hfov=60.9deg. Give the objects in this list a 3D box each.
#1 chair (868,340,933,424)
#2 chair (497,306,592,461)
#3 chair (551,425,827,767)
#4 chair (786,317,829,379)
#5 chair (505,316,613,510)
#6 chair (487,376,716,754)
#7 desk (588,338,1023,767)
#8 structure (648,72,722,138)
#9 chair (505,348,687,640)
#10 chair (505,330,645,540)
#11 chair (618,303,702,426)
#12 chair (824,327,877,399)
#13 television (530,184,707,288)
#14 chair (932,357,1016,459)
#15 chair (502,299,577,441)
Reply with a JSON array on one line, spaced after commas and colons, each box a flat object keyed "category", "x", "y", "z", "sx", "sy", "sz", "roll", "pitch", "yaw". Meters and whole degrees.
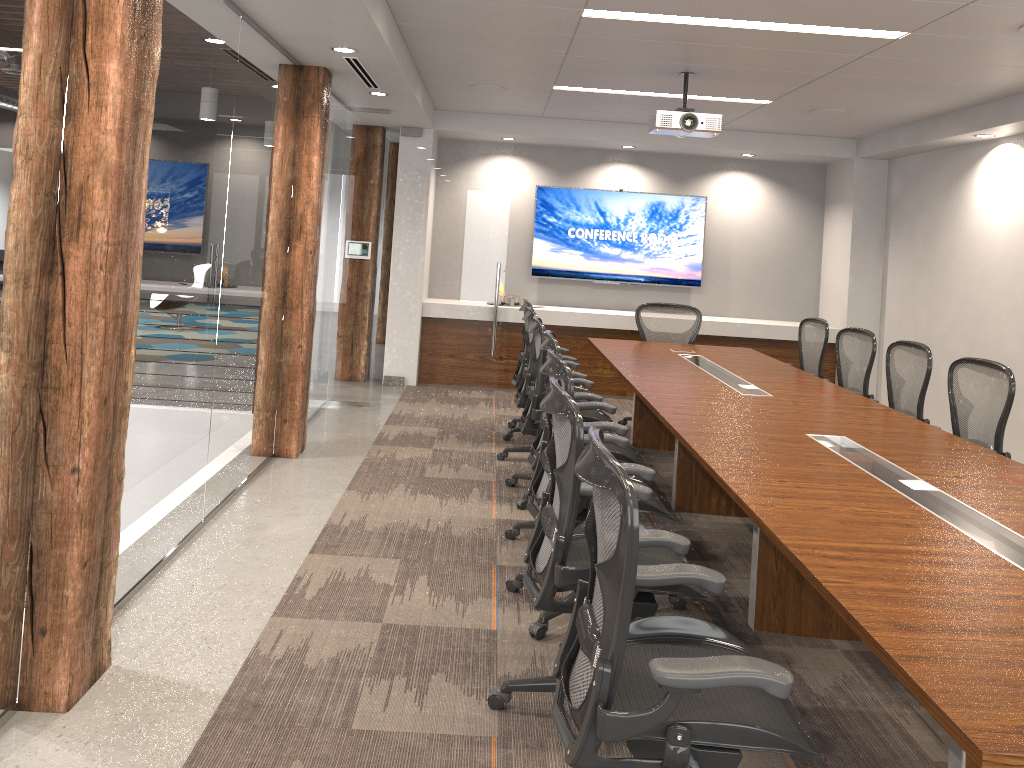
[{"category": "chair", "x": 2.218, "y": 0.275, "z": 5.330, "sx": 0.790, "sy": 1.089, "sz": 0.776, "roll": 3, "pitch": 2, "yaw": -16}, {"category": "chair", "x": 0.326, "y": 0.012, "z": 6.163, "sx": 0.790, "sy": 1.089, "sz": 0.777, "roll": 3, "pitch": 2, "yaw": -18}, {"category": "chair", "x": 0.406, "y": 0.683, "z": 2.129, "sx": 0.789, "sy": 1.089, "sz": 0.777, "roll": 3, "pitch": 2, "yaw": -28}, {"category": "chair", "x": 2.148, "y": -0.001, "z": 6.970, "sx": 0.761, "sy": 1.089, "sz": 0.806, "roll": 4, "pitch": 2, "yaw": 0}, {"category": "chair", "x": 0.397, "y": 0.154, "z": 5.332, "sx": 0.759, "sy": 1.089, "sz": 0.808, "roll": 3, "pitch": 2, "yaw": -9}, {"category": "chair", "x": 0.350, "y": 0.545, "z": 2.939, "sx": 0.789, "sy": 1.089, "sz": 0.777, "roll": 3, "pitch": 2, "yaw": -20}, {"category": "desk", "x": 1.387, "y": 0.527, "z": 4.453, "sx": 1.402, "sy": 0.748, "sz": 6.115, "roll": 4, "pitch": 9, "yaw": -2}, {"category": "structure", "x": 1.242, "y": -2.000, "z": 6.218, "sx": 0.460, "sy": 0.455, "sz": 0.320, "roll": 4, "pitch": 2, "yaw": -1}, {"category": "chair", "x": 0.421, "y": 0.420, "z": 3.725, "sx": 0.759, "sy": 1.089, "sz": 0.808, "roll": 3, "pitch": 2, "yaw": -12}, {"category": "chair", "x": 0.397, "y": 0.283, "z": 4.550, "sx": 0.790, "sy": 1.089, "sz": 0.776, "roll": 3, "pitch": 2, "yaw": -16}, {"category": "chair", "x": 1.383, "y": -0.129, "z": 7.440, "sx": 0.768, "sy": 1.089, "sz": 0.799, "roll": 3, "pitch": 2, "yaw": -18}, {"category": "chair", "x": 2.170, "y": 0.133, "z": 6.172, "sx": 0.763, "sy": 1.089, "sz": 0.803, "roll": 4, "pitch": 2, "yaw": 9}, {"category": "television", "x": 1.184, "y": -1.658, "z": 9.651, "sx": 1.907, "sy": 1.109, "sz": 0.065, "roll": 4, "pitch": -2, "yaw": -1}, {"category": "chair", "x": 2.184, "y": 0.401, "z": 4.551, "sx": 0.761, "sy": 1.089, "sz": 0.806, "roll": 4, "pitch": 2, "yaw": 0}, {"category": "chair", "x": 0.355, "y": -0.114, "z": 6.934, "sx": 0.763, "sy": 1.089, "sz": 0.804, "roll": 4, "pitch": 2, "yaw": 5}]
